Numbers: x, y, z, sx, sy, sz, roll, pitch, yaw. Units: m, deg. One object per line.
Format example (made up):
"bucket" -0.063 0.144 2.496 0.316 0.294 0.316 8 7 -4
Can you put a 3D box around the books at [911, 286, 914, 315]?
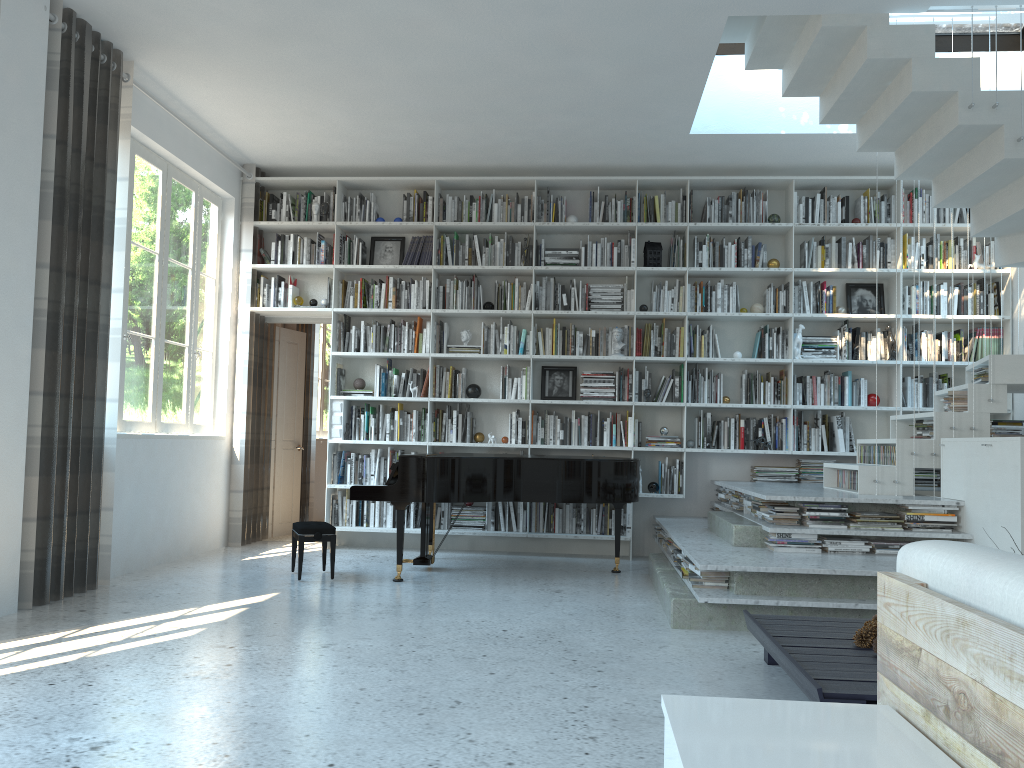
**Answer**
"books" 3.243 -0.659 7.226 0.023 0.247 0.182 1 -3 5

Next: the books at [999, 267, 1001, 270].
"books" 3.931 -0.997 7.192 0.011 0.216 0.170 1 -3 5

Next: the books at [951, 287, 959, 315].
"books" 3.571 -0.651 7.206 0.045 0.245 0.177 1 -3 5

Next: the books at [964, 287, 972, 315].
"books" 3.692 -0.652 7.211 0.025 0.252 0.160 1 -3 5

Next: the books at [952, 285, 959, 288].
"books" 3.624 -0.663 7.232 0.010 0.273 0.130 1 -3 5

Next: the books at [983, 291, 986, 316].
"books" 3.794 -0.634 7.194 0.025 0.220 0.177 1 -3 5

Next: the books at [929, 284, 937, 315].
"books" 3.421 -0.666 7.233 0.025 0.270 0.152 1 -3 5

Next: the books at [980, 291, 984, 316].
"books" 3.768 -0.631 7.187 0.025 0.211 0.188 1 -3 5

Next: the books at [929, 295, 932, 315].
"books" 3.382 -0.621 7.238 0.027 0.179 0.157 1 -3 5

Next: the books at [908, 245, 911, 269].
"books" 3.188 -1.009 7.184 0.024 0.205 0.166 1 -3 5

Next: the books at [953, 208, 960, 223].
"books" 3.610 -1.366 7.256 0.057 0.212 0.163 1 -3 5

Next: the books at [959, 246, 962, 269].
"books" 3.620 -1.001 7.217 0.013 0.212 0.187 1 -3 5

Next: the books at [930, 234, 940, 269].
"books" 3.419 -1.050 7.171 0.022 0.296 0.152 1 -3 5

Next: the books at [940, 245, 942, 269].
"books" 3.436 -1.005 7.171 0.014 0.206 0.184 1 -3 5

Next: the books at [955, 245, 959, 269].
"books" 3.592 -1.005 7.225 0.023 0.220 0.171 1 -3 5

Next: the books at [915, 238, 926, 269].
"books" 3.311 -1.036 7.187 0.023 0.263 0.158 1 -3 5

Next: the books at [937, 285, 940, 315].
"books" 3.445 -0.661 7.221 0.024 0.259 0.156 1 -3 5

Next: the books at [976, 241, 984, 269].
"books" 3.779 -1.017 7.217 0.070 0.254 0.154 1 -3 5

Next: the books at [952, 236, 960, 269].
"books" 3.611 -1.041 7.233 0.010 0.295 0.165 1 -3 5

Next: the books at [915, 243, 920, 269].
"books" 3.250 -1.017 7.182 0.049 0.223 0.161 1 -3 5

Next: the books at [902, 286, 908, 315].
"books" 3.201 -0.662 7.245 0.012 0.254 0.161 1 -3 5

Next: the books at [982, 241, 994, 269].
"books" 3.874 -1.017 7.216 0.029 0.258 0.163 1 -3 5

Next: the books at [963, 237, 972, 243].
"books" 3.716 -1.038 7.238 0.011 0.294 0.151 1 -3 5

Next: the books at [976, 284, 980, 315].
"books" 3.742 -0.659 7.192 0.028 0.268 0.173 1 -3 5

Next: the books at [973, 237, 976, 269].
"books" 3.733 -1.034 7.226 0.023 0.287 0.163 1 -3 5

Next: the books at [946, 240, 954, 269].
"books" 3.512 -1.020 7.184 0.042 0.242 0.248 1 -3 5

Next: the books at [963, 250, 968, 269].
"books" 3.670 -0.983 7.237 0.034 0.182 0.156 1 -3 5

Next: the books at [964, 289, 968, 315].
"books" 3.666 -0.644 7.224 0.028 0.237 0.146 1 -3 5

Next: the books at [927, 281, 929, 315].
"books" 3.363 -0.679 7.229 0.012 0.292 0.165 1 -3 5

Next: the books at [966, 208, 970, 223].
"books" 3.721 -1.355 7.229 0.024 0.193 0.186 1 -3 5

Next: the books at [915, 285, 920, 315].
"books" 3.280 -0.662 7.234 0.026 0.256 0.173 1 -3 5

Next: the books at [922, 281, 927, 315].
"books" 3.347 -0.680 7.242 0.022 0.297 0.162 1 -3 5

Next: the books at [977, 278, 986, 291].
"books" 3.815 -0.688 7.211 0.013 0.330 0.140 1 -3 5

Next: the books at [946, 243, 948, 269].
"books" 3.482 -1.012 7.164 0.013 0.222 0.174 1 -3 5

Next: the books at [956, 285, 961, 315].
"books" 3.605 -0.657 7.209 0.023 0.258 0.184 1 -3 5

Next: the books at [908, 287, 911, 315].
"books" 3.221 -0.659 7.256 0.026 0.250 0.161 1 -3 5

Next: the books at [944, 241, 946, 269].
"books" 3.471 -1.019 7.175 0.012 0.237 0.166 1 -3 5

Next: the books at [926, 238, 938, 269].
"books" 3.395 -1.030 7.167 0.023 0.253 0.189 1 -3 5

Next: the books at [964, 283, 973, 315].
"books" 3.710 -0.667 7.202 0.012 0.283 0.151 1 -3 5

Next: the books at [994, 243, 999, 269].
"books" 3.908 -1.011 7.213 0.040 0.246 0.160 1 -3 5

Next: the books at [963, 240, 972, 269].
"books" 3.697 -1.023 7.217 0.022 0.261 0.160 1 -3 5

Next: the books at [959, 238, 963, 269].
"books" 3.642 -1.033 7.242 0.024 0.281 0.153 1 -3 5

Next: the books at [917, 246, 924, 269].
"books" 3.285 -1.002 7.172 0.024 0.193 0.190 1 -3 5

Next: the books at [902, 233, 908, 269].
"books" 3.172 -1.054 7.187 0.010 0.294 0.183 1 -3 5

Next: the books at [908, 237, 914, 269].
"books" 3.212 -1.039 7.175 0.026 0.263 0.189 1 -3 5

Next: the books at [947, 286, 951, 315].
"books" 3.544 -0.655 7.229 0.012 0.254 0.161 1 -3 5

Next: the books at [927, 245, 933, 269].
"books" 3.373 -1.008 7.187 0.025 0.211 0.135 1 -3 5

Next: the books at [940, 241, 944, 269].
"books" 3.454 -1.022 7.176 0.022 0.242 0.145 1 -3 5

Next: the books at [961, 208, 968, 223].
"books" 3.678 -1.396 7.262 0.069 0.277 0.132 1 -3 5

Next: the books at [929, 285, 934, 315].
"books" 3.401 -0.662 7.225 0.013 0.260 0.158 1 -3 5

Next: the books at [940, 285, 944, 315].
"books" 3.468 -0.662 7.216 0.022 0.262 0.172 1 -3 5

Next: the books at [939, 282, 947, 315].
"books" 3.494 -0.672 7.219 0.030 0.283 0.166 1 -3 5

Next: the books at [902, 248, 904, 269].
"books" 3.151 -1.053 7.213 0.036 0.293 0.135 1 -3 5

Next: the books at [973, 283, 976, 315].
"books" 3.722 -0.664 7.197 0.013 0.277 0.188 1 -3 5

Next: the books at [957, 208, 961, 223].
"books" 3.645 -1.376 7.267 0.010 0.235 0.131 1 -3 5

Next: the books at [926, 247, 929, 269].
"books" 3.344 -1.000 7.223 0.038 0.199 0.170 1 -3 5

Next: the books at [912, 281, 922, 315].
"books" 3.299 -0.677 7.220 0.014 0.285 0.185 1 -3 5

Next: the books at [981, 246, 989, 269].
"books" 3.824 -0.996 7.210 0.023 0.213 0.181 1 -3 5

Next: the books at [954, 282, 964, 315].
"books" 3.641 -0.672 7.227 0.024 0.291 0.132 1 -3 5
